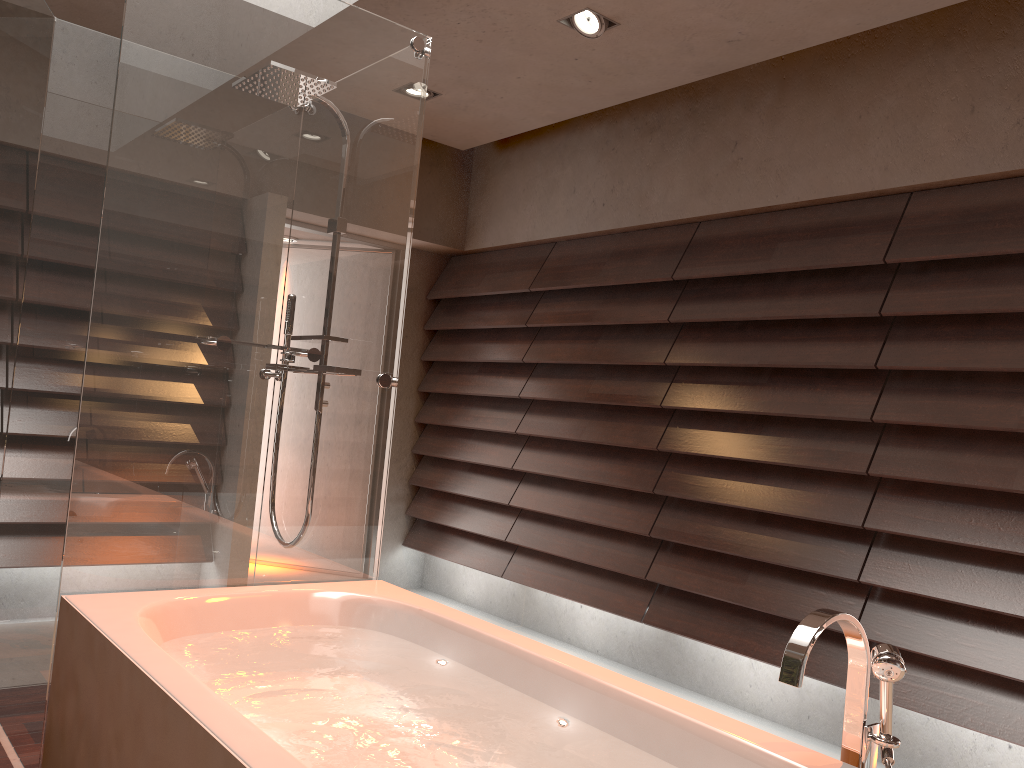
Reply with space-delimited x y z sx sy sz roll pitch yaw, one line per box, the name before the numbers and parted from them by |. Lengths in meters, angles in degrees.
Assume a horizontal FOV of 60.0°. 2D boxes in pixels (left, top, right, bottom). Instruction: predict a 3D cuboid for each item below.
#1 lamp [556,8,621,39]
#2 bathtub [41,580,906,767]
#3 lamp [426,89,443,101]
lamp | 0.282 -1.340 3.252 0.170 0.110 0.165 7 -3 -39
bathtub | -0.096 0.712 1.686 0.994 0.761 2.000 7 -3 -39
lamp | -0.439 -1.381 4.144 0.170 0.051 0.165 7 -3 -39
